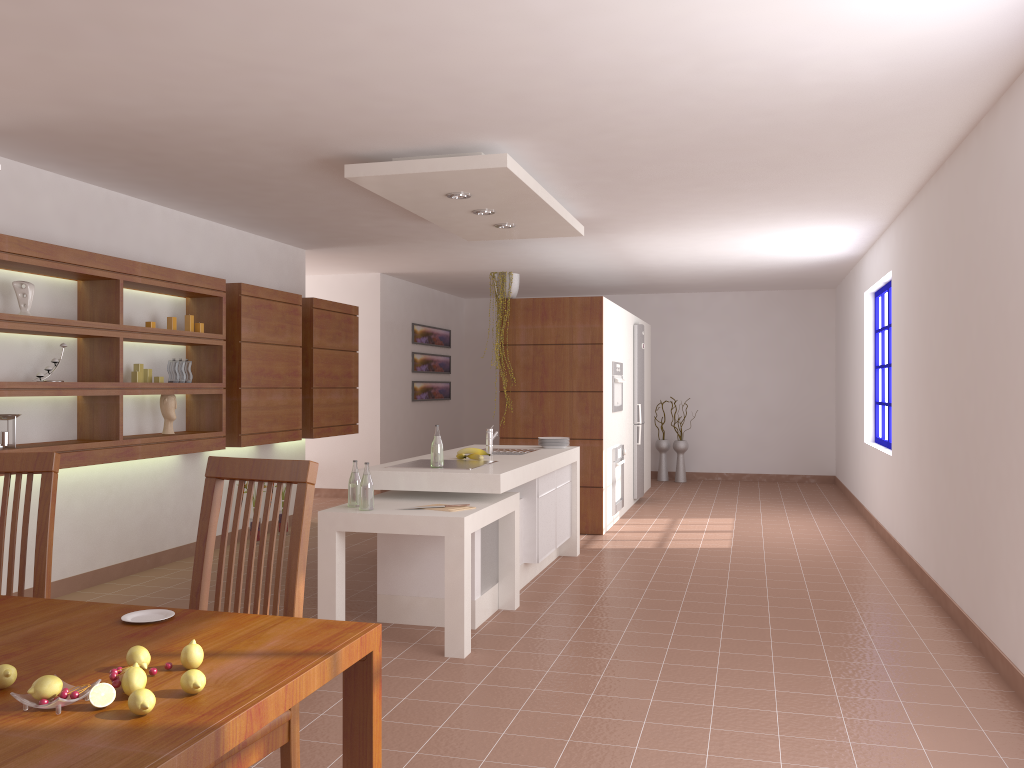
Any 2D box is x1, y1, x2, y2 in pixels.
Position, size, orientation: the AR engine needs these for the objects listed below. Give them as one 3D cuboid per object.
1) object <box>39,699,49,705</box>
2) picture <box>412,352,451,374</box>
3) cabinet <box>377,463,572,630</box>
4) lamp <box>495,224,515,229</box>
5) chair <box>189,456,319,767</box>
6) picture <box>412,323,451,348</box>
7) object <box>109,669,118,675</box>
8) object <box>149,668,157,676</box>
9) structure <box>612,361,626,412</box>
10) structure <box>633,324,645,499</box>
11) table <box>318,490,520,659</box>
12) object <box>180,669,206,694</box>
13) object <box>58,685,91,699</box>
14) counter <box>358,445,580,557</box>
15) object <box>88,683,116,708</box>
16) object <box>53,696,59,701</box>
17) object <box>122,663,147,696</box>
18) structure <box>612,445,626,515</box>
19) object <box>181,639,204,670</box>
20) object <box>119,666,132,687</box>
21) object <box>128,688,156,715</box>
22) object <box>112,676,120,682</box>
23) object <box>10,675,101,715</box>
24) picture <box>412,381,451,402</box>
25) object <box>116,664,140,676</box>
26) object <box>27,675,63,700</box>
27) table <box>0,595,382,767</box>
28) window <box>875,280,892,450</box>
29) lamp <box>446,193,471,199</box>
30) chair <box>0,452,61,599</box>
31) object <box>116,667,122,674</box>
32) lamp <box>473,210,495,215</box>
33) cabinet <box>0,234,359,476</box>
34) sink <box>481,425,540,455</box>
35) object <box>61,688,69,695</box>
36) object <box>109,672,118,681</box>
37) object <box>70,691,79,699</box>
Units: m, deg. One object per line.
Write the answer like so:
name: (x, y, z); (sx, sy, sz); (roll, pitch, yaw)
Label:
object: (-0.730, 0.497, 1.383); (0.014, 0.013, 0.014); (0, 0, 20)
picture: (-1.019, -0.261, 11.381); (0.015, 0.248, 1.408); (0, 0, 15)
cabinet: (-0.184, 0.911, 5.596); (0.737, 0.700, 2.048); (0, 0, 15)
lamp: (-0.049, -1.113, 6.140); (0.143, 0.059, 0.143); (0, 0, 43)
chair: (-0.749, 0.720, 2.044); (0.444, 1.063, 0.574); (0, 0, 25)
picture: (-1.019, -0.611, 11.382); (0.015, 0.248, 1.408); (0, 0, 15)
object: (-0.657, 0.477, 1.462); (0.014, 0.014, 0.012); (0, 0, 36)
object: (-0.627, 0.502, 1.548); (0.014, 0.012, 0.014); (0, 0, 19)
structure: (0.999, 0.026, 8.196); (0.056, 0.454, 0.614); (0, 0, 15)
structure: (1.394, 0.286, 9.624); (0.089, 1.862, 0.604); (0, 0, 15)
table: (-0.443, 0.935, 4.633); (0.737, 0.647, 1.003); (0, 0, 15)
object: (-0.525, 0.489, 1.459); (0.043, 0.038, 0.043); (0, 0, 4)
object: (-0.697, 0.493, 1.412); (0.049, 0.023, 0.040); (0, 0, -29)
counter: (-0.173, 0.861, 5.651); (0.821, 0.800, 2.156); (0, 0, 15)
object: (-0.647, 0.490, 1.397); (0.039, 0.036, 0.033); (0, 0, -37)
object: (-0.714, 0.497, 1.394); (0.014, 0.013, 0.014); (0, 0, 39)
object: (-0.615, 0.482, 1.443); (0.039, 0.049, 0.039); (0, 0, 23)
structure: (0.994, 0.875, 8.198); (0.058, 0.592, 0.596); (0, 0, 15)
object: (-0.575, 0.487, 1.593); (0.039, 0.053, 0.038); (0, 0, -40)
object: (-0.633, 0.490, 1.477); (0.044, 0.039, 0.041); (0, 0, -21)
object: (-0.570, 0.489, 1.366); (0.043, 0.038, 0.043); (0, 0, 4)
object: (-0.649, 0.483, 1.451); (0.012, 0.014, 0.014); (0, 0, -4)
object: (-0.719, 0.492, 1.401); (0.092, 0.032, 0.091); (0, 0, 15)
picture: (-1.019, 0.089, 11.380); (0.015, 0.248, 1.408); (0, 0, 15)
object: (-0.635, 0.471, 1.467); (0.037, 0.011, 0.034); (0, 0, -25)
object: (-0.736, 0.480, 1.402); (0.043, 0.038, 0.042); (0, 0, -8)
table: (-1.264, 0.880, 1.689); (1.800, 0.740, 0.900); (0, 0, 15)
window: (3.259, -0.159, 7.643); (0.035, 1.430, 1.699); (0, 0, 15)
lamp: (-0.310, -1.116, 5.170); (0.143, 0.059, 0.143); (0, 0, -2)
chair: (-1.422, 0.720, 2.226); (0.444, 1.063, 0.574); (0, 0, -4)
object: (-0.654, 0.478, 1.477); (0.013, 0.014, 0.014); (0, 0, -18)
lamp: (-0.179, -1.114, 5.658); (0.143, 0.059, 0.143); (0, 0, 43)
cabinet: (-2.427, -0.139, 6.210); (0.754, 1.200, 4.718); (0, 0, 15)
sink: (-0.066, 0.457, 6.059); (0.404, 0.368, 0.668); (0, 0, 15)
object: (-0.717, 0.495, 1.423); (0.013, 0.014, 0.014); (0, 0, -21)
object: (-0.649, 0.477, 1.445); (0.012, 0.014, 0.014); (0, 0, -4)
object: (-0.687, 0.490, 1.393); (0.014, 0.014, 0.012); (0, 0, 28)
